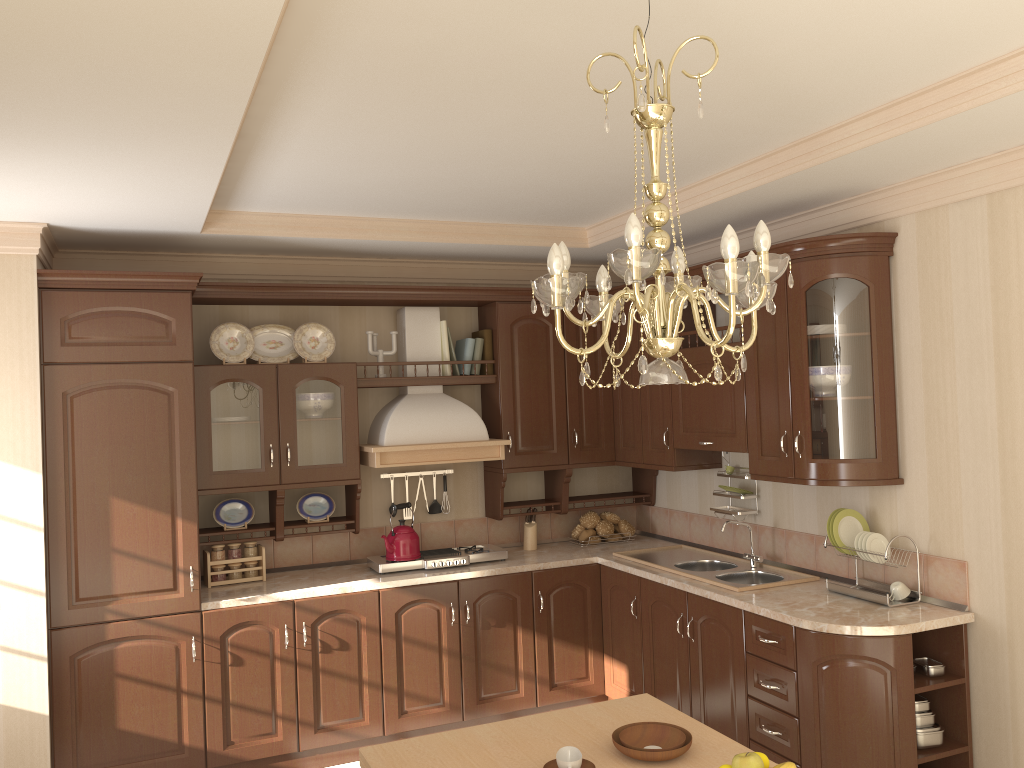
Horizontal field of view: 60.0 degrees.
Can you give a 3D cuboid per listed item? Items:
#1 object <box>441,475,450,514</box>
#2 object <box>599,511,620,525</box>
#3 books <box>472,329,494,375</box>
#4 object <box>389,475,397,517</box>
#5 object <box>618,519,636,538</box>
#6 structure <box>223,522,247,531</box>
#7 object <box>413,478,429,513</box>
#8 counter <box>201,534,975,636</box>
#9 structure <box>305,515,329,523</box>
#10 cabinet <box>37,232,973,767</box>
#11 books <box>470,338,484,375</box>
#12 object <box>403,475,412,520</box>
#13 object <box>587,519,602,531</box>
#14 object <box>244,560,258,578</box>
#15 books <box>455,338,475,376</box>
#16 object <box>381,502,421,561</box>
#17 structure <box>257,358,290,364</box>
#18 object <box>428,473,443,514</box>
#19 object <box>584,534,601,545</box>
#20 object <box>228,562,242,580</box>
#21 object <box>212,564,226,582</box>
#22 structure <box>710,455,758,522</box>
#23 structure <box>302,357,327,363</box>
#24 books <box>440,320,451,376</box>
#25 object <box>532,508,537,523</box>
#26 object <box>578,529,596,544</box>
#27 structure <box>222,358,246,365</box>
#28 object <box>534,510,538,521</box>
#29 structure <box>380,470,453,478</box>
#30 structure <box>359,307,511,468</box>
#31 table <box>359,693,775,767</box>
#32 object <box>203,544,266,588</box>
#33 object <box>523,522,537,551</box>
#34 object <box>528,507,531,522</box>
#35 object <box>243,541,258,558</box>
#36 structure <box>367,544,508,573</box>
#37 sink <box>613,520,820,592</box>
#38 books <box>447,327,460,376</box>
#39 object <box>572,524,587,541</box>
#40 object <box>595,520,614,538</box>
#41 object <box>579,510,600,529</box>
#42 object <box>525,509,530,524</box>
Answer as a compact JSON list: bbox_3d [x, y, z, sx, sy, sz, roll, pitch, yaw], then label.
[{"bbox_3d":[-0.377,0.626,5.014,0.049,0.219,0.049,-3,-1,44],"label":"object"},{"bbox_3d":[0.578,0.795,5.261,0.112,0.078,0.125,-2,-1,-29],"label":"object"},{"bbox_3d":[-0.165,-0.174,5.029,0.052,0.254,0.205,-2,-1,-23],"label":"books"},{"bbox_3d":[-0.658,0.620,4.893,0.048,0.231,0.015,-2,-1,-22],"label":"object"},{"bbox_3d":[0.675,0.852,5.230,0.097,0.106,0.117,-3,-1,22],"label":"object"},{"bbox_3d":[-1.396,0.666,4.464,0.110,0.126,0.080,-2,-1,-23],"label":"structure"},{"bbox_3d":[-0.511,0.621,4.957,0.089,0.195,0.005,-2,-1,-23],"label":"object"},{"bbox_3d":[0.052,0.943,3.906,2.603,0.034,2.422,-2,-1,-23],"label":"counter"},{"bbox_3d":[-1.018,0.655,4.623,0.110,0.126,0.080,-2,-1,-23],"label":"structure"},{"bbox_3d":[-0.242,0.614,3.804,3.226,2.313,2.436,-2,-1,-23],"label":"cabinet"},{"bbox_3d":[-0.223,-0.149,5.001,0.080,0.209,0.205,-2,-1,-23],"label":"books"},{"bbox_3d":[-0.582,0.630,4.928,0.051,0.245,0.003,-2,-1,-23],"label":"object"},{"bbox_3d":[0.490,0.839,5.262,0.110,0.092,0.113,-3,-1,29],"label":"object"},{"bbox_3d":[-1.311,0.930,4.457,0.068,0.088,0.068,-2,-1,-7],"label":"object"},{"bbox_3d":[-0.274,-0.148,4.989,0.086,0.209,0.205,-2,-1,-23],"label":"books"},{"bbox_3d":[-0.567,0.759,4.568,0.181,0.282,0.227,-2,-1,0],"label":"object"},{"bbox_3d":[-1.230,-0.161,4.559,0.154,0.126,0.080,-2,-1,-23],"label":"structure"},{"bbox_3d":[-0.438,0.617,5.002,0.088,0.236,0.028,-2,-1,-23],"label":"object"},{"bbox_3d":[0.467,0.905,5.187,0.119,0.058,0.114,-3,-1,32],"label":"object"},{"bbox_3d":[-1.380,0.932,4.421,0.068,0.088,0.068,-2,-1,-7],"label":"object"},{"bbox_3d":[-1.450,0.934,4.384,0.068,0.088,0.068,-2,-1,-7],"label":"object"},{"bbox_3d":[1.127,0.515,4.529,0.131,0.361,0.256,-2,-1,-23],"label":"structure"},{"bbox_3d":[-1.023,-0.168,4.587,0.110,0.126,0.080,-2,-1,-23],"label":"structure"},{"bbox_3d":[-0.391,-0.193,4.939,0.042,0.305,0.194,-2,-1,-23],"label":"books"},{"bbox_3d":[0.123,0.814,5.104,0.053,0.198,0.027,-1,-1,-39],"label":"object"},{"bbox_3d":[0.437,0.886,5.152,0.104,0.092,0.114,-3,-1,24],"label":"object"},{"bbox_3d":[-1.391,-0.157,4.430,0.110,0.126,0.080,-2,-1,-23],"label":"structure"},{"bbox_3d":[0.129,0.804,5.141,0.022,0.159,0.050,-3,-1,36],"label":"object"},{"bbox_3d":[-0.529,0.502,4.962,0.422,0.020,0.008,-2,-1,-23],"label":"structure"},{"bbox_3d":[-0.453,-0.002,4.787,0.753,0.845,0.455,-2,-1,-23],"label":"structure"},{"bbox_3d":[0.324,1.324,1.826,0.900,0.774,1.567,-2,-1,-23],"label":"table"},{"bbox_3d":[-1.384,0.904,4.421,0.276,0.170,0.140,-2,-1,-28],"label":"object"},{"bbox_3d":[0.110,0.871,5.103,0.078,0.148,0.151,-2,-1,14],"label":"object"},{"bbox_3d":[0.100,0.810,5.128,0.027,0.191,0.052,-3,-1,22],"label":"object"},{"bbox_3d":[-1.315,0.829,4.459,0.068,0.088,0.068,-2,-1,-7],"label":"object"},{"bbox_3d":[-0.383,0.918,4.691,0.710,0.054,0.325,-2,-1,-23],"label":"structure"},{"bbox_3d":[0.957,0.833,4.370,0.448,0.348,1.077,-2,-1,-23],"label":"sink"},{"bbox_3d":[-0.358,-0.176,4.961,0.068,0.271,0.194,-2,-1,-23],"label":"books"},{"bbox_3d":[0.397,0.871,5.211,0.092,0.109,0.123,-3,-1,34],"label":"object"},{"bbox_3d":[0.542,0.844,5.174,0.110,0.102,0.115,-2,-1,6],"label":"object"},{"bbox_3d":[0.456,0.796,5.191,0.118,0.105,0.100,-2,-1,-28],"label":"object"},{"bbox_3d":[0.087,0.820,5.101,0.053,0.198,0.027,-1,-1,-39],"label":"object"}]
